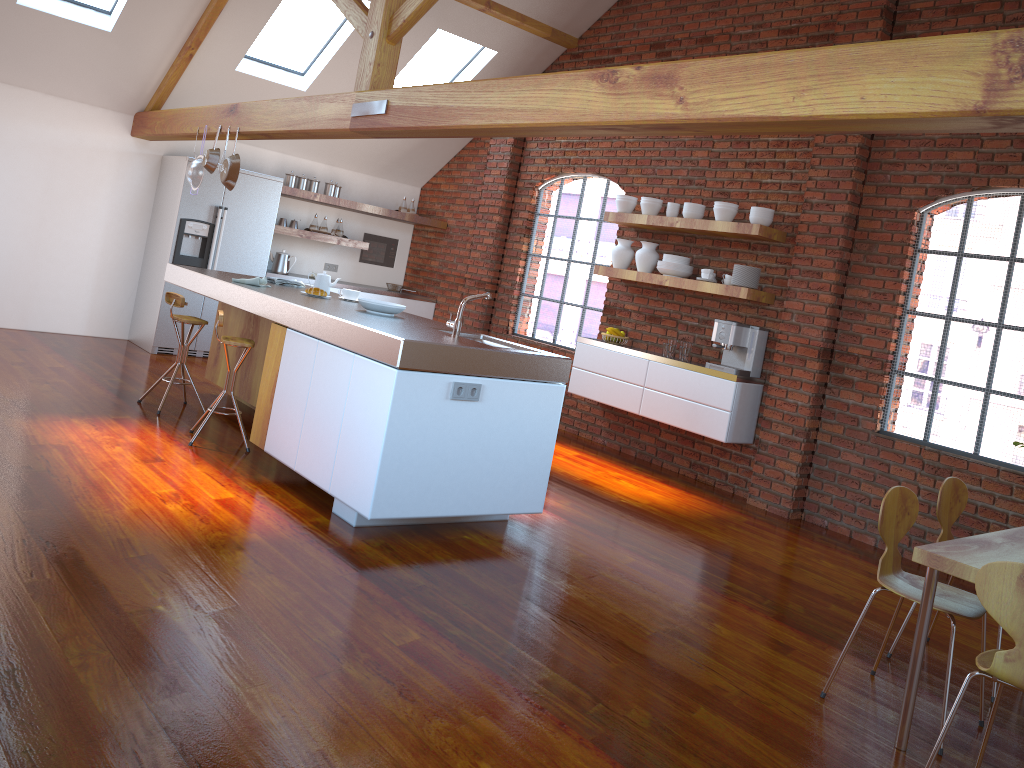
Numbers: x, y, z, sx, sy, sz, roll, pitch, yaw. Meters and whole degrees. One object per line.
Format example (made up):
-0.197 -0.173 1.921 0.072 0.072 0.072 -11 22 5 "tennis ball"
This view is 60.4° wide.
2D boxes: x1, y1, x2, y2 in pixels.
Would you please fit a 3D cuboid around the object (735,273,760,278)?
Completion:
1.687 -0.778 6.342 0.193 0.014 0.197 8 7 -23 "object"

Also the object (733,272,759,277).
1.688 -0.782 6.342 0.193 0.014 0.197 8 7 -23 "object"

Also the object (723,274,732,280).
1.620 -0.776 6.514 0.091 0.058 0.101 9 5 -17 "object"

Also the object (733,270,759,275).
1.691 -0.796 6.342 0.193 0.014 0.197 8 7 -23 "object"

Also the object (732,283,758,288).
1.674 -0.705 6.342 0.193 0.014 0.197 8 7 -23 "object"

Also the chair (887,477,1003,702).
1.898 0.800 3.618 0.434 0.759 0.417 9 2 -45 "chair"

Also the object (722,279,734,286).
1.609 -0.745 6.511 0.092 0.047 0.099 10 6 -6 "object"

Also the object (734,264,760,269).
1.698 -0.837 6.342 0.193 0.014 0.197 8 7 -23 "object"

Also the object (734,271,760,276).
1.690 -0.791 6.342 0.193 0.014 0.197 8 7 -23 "object"

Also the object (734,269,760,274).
1.692 -0.805 6.342 0.193 0.014 0.197 8 7 -23 "object"

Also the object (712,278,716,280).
1.511 -0.790 6.733 0.093 0.047 0.098 14 6 29 "object"

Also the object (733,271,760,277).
1.689 -0.786 6.342 0.193 0.014 0.197 8 7 -23 "object"

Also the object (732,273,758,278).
1.686 -0.773 6.342 0.193 0.014 0.197 8 7 -23 "object"

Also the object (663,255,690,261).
1.279 -0.957 6.854 0.217 0.055 0.212 16 8 41 "object"

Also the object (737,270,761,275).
1.691 -0.800 6.342 0.193 0.014 0.197 8 7 -23 "object"

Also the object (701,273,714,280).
1.453 -0.796 6.558 0.098 0.047 0.093 5 8 -45 "object"

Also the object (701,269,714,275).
1.453 -0.829 6.561 0.093 0.058 0.099 14 6 33 "object"

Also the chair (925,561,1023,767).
1.429 0.863 2.366 0.407 0.759 0.444 10 2 -40 "chair"

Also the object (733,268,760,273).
1.693 -0.810 6.342 0.193 0.014 0.197 8 7 -23 "object"

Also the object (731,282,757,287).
1.674 -0.710 6.342 0.193 0.014 0.197 8 7 -23 "object"

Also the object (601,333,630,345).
0.849 -0.367 7.265 0.236 0.071 0.236 11 6 7 "object"

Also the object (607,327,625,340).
0.856 -0.415 7.218 0.183 0.085 0.066 10 2 -2 "object"

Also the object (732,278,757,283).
1.680 -0.737 6.342 0.193 0.014 0.197 8 7 -23 "object"

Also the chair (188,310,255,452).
-1.628 -0.034 5.097 0.336 0.751 0.341 10 1 -20 "chair"

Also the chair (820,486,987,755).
1.443 0.777 3.096 0.434 0.759 0.417 9 2 -45 "chair"

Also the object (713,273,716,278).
1.511 -0.823 6.734 0.092 0.058 0.100 12 5 18 "object"

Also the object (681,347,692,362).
1.305 -0.220 6.616 0.077 0.104 0.079 9 3 -28 "object"

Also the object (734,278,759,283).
1.680 -0.742 6.342 0.193 0.014 0.197 8 7 -23 "object"

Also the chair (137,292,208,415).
-2.147 -0.209 5.741 0.342 0.751 0.334 12 1 45 "chair"

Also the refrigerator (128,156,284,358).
-2.873 -1.175 8.293 0.902 1.773 0.791 10 1 -40 "refrigerator"

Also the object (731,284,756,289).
1.672 -0.696 6.342 0.193 0.014 0.197 8 7 -23 "object"

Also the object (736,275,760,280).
1.685 -0.765 6.342 0.193 0.014 0.197 8 7 -23 "object"

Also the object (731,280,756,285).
1.677 -0.723 6.342 0.193 0.014 0.197 8 7 -23 "object"

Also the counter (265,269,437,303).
-1.799 -1.044 9.239 1.965 0.044 0.725 5 9 -40 "counter"

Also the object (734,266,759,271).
1.696 -0.823 6.342 0.193 0.014 0.197 8 7 -23 "object"

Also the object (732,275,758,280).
1.684 -0.760 6.342 0.193 0.014 0.197 8 7 -23 "object"

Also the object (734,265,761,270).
1.697 -0.832 6.342 0.193 0.014 0.197 8 7 -23 "object"

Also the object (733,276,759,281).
1.683 -0.755 6.342 0.193 0.014 0.197 8 7 -23 "object"

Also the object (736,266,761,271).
1.697 -0.828 6.342 0.193 0.014 0.197 8 7 -23 "object"

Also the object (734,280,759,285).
1.678 -0.728 6.342 0.193 0.014 0.197 8 7 -23 "object"

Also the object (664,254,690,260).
1.281 -0.967 6.854 0.217 0.055 0.212 16 8 41 "object"

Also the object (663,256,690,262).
1.278 -0.948 6.854 0.217 0.055 0.212 16 8 41 "object"

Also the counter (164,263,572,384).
-1.073 -0.426 5.307 1.015 0.130 3.190 5 9 -40 "counter"

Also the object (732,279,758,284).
1.679 -0.733 6.342 0.193 0.014 0.197 8 7 -23 "object"

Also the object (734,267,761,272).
1.695 -0.819 6.342 0.193 0.014 0.197 8 7 -23 "object"

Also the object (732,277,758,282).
1.681 -0.747 6.342 0.193 0.014 0.197 8 7 -23 "object"

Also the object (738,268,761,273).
1.694 -0.814 6.342 0.193 0.014 0.197 8 7 -23 "object"

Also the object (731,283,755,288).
1.673 -0.700 6.342 0.193 0.014 0.197 8 7 -23 "object"

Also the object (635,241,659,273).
1.091 -1.016 7.105 0.194 0.249 0.191 12 3 22 "object"

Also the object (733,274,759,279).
1.685 -0.768 6.342 0.193 0.014 0.197 8 7 -23 "object"

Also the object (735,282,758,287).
1.675 -0.714 6.342 0.193 0.014 0.197 8 7 -23 "object"

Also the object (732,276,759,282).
1.682 -0.751 6.342 0.193 0.014 0.197 8 7 -23 "object"

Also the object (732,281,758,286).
1.676 -0.718 6.342 0.193 0.014 0.197 8 7 -23 "object"
